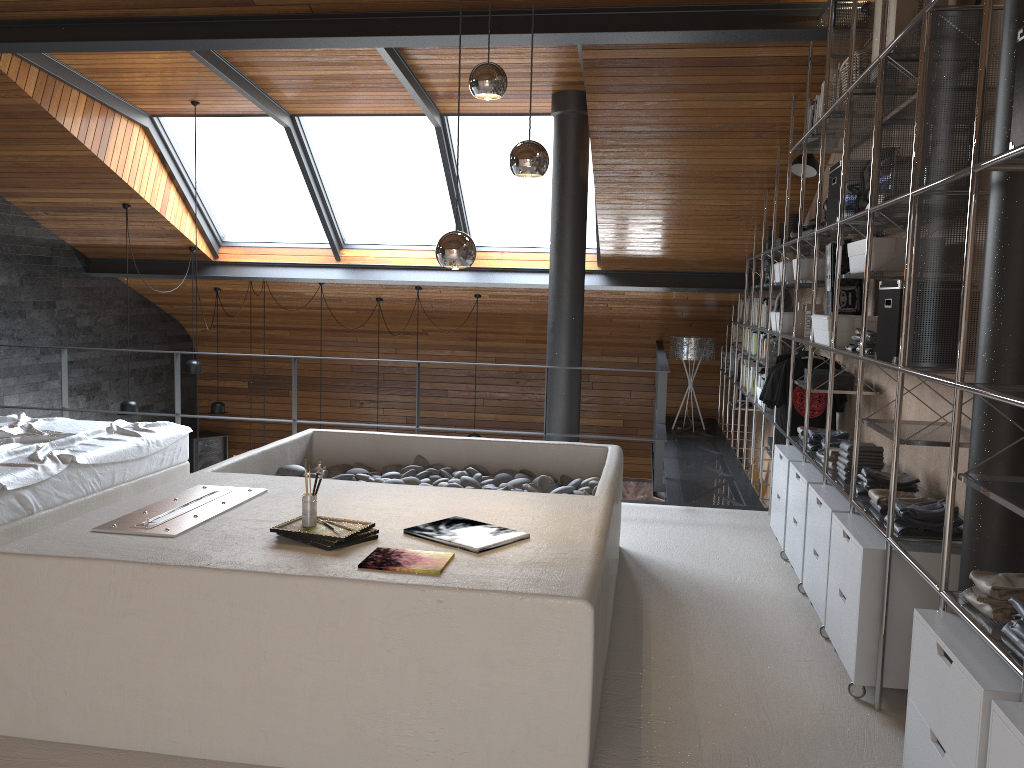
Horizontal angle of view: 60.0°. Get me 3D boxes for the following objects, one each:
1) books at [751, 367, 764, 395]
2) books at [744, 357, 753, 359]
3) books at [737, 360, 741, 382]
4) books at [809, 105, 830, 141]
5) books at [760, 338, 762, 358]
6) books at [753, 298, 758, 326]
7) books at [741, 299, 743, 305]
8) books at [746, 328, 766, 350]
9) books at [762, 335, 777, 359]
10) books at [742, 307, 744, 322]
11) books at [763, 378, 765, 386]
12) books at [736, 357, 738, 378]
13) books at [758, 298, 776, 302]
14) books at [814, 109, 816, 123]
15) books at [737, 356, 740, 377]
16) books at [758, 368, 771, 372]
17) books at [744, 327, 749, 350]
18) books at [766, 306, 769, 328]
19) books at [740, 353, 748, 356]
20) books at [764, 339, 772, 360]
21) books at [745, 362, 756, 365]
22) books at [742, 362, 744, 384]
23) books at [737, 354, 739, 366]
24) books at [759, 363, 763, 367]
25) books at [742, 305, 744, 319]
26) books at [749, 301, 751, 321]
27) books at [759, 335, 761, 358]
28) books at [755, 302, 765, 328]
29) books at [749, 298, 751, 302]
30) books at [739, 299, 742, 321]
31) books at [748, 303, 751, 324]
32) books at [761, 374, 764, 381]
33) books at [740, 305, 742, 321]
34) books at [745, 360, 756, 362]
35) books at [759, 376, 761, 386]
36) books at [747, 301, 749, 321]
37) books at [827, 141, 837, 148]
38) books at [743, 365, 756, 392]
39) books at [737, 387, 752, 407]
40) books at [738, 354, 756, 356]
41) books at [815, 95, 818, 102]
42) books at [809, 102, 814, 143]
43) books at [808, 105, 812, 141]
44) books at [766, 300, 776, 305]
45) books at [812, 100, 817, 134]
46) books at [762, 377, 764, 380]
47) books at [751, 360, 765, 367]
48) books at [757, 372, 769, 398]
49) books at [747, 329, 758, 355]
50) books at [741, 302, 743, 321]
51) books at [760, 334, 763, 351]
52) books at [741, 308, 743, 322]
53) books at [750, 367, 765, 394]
[{"bbox_3d":[2.084,-0.023,7.439,0.148,0.232,0.053,2,6,9],"label":"books"},{"bbox_3d":[2.290,-0.140,8.632,0.131,0.247,0.018,2,6,9],"label":"books"},{"bbox_3d":[2.266,-0.125,8.619,0.137,0.215,0.014,2,6,9],"label":"books"},{"bbox_3d":[1.822,-1.536,5.214,0.127,0.197,0.063,2,6,9],"label":"books"},{"bbox_3d":[2.076,-0.289,7.139,0.143,0.161,0.019,2,6,9],"label":"books"},{"bbox_3d":[2.119,-0.609,7.503,0.148,0.232,0.053,2,6,9],"label":"books"},{"bbox_3d":[2.375,-0.734,8.858,0.169,0.229,0.077,2,6,9],"label":"books"},{"bbox_3d":[2.161,-0.370,7.709,0.138,0.212,1.041,2,6,9],"label":"books"},{"bbox_3d":[2.039,-0.286,6.973,0.129,0.186,0.050,2,6,9],"label":"books"},{"bbox_3d":[2.276,-0.687,8.517,0.111,0.194,0.059,2,6,9],"label":"books"},{"bbox_3d":[2.035,0.049,6.943,0.129,0.186,0.050,2,6,9],"label":"books"},{"bbox_3d":[2.378,-0.171,9.032,0.169,0.232,0.018,2,6,9],"label":"books"},{"bbox_3d":[2.144,-0.604,7.463,0.148,0.232,0.053,2,6,9],"label":"books"},{"bbox_3d":[1.790,-1.511,5.078,0.112,0.173,0.054,2,6,9],"label":"books"},{"bbox_3d":[2.330,-0.156,8.861,0.148,0.234,0.013,2,6,9],"label":"books"},{"bbox_3d":[2.109,-0.018,7.399,0.148,0.232,0.053,2,6,9],"label":"books"},{"bbox_3d":[2.244,-0.431,8.331,0.130,0.216,0.311,2,6,8],"label":"books"},{"bbox_3d":[2.019,-0.515,6.854,0.112,0.169,0.068,2,6,9],"label":"books"},{"bbox_3d":[2.351,-0.177,8.900,0.143,0.268,0.020,2,6,9],"label":"books"},{"bbox_3d":[2.045,-0.271,6.940,0.129,0.165,0.056,2,6,9],"label":"books"},{"bbox_3d":[2.200,-0.084,8.138,0.122,0.230,0.057,2,6,9],"label":"books"},{"bbox_3d":[2.261,-0.103,8.476,0.148,0.206,0.053,2,6,9],"label":"books"},{"bbox_3d":[2.389,-0.181,9.016,0.191,0.255,0.012,2,6,9],"label":"books"},{"bbox_3d":[2.232,-0.086,8.207,0.161,0.222,0.055,2,6,9],"label":"books"},{"bbox_3d":[2.280,-0.679,8.556,0.111,0.171,0.056,2,6,9],"label":"books"},{"bbox_3d":[2.221,-0.643,8.005,0.148,0.206,0.018,2,6,9],"label":"books"},{"bbox_3d":[2.078,-0.306,7.165,0.148,0.190,0.013,2,6,9],"label":"books"},{"bbox_3d":[2.072,-0.565,7.205,0.139,0.206,0.497,2,6,8],"label":"books"},{"bbox_3d":[2.246,-0.669,8.135,0.148,0.234,0.033,2,6,9],"label":"books"},{"bbox_3d":[2.363,-0.738,8.887,0.148,0.229,0.073,2,6,9],"label":"books"},{"bbox_3d":[2.180,-0.633,7.855,0.131,0.216,0.509,2,6,9],"label":"books"},{"bbox_3d":[2.084,0.028,7.071,0.191,0.205,0.055,2,6,8],"label":"books"},{"bbox_3d":[2.358,-0.727,8.838,0.149,0.202,0.067,2,6,8],"label":"books"},{"bbox_3d":[2.270,-0.108,8.377,0.148,0.232,0.053,2,6,9],"label":"books"},{"bbox_3d":[2.060,0.031,7.118,0.148,0.189,0.053,2,6,9],"label":"books"},{"bbox_3d":[2.244,-0.670,8.158,0.148,0.232,0.053,2,6,9],"label":"books"},{"bbox_3d":[1.913,-1.583,5.455,0.206,0.249,0.074,2,6,8],"label":"books"},{"bbox_3d":[2.155,-0.050,7.894,0.139,0.211,0.467,2,6,8],"label":"books"},{"bbox_3d":[2.292,0.125,8.740,0.138,0.191,0.049,2,6,9],"label":"books"},{"bbox_3d":[2.392,-0.177,9.004,0.192,0.251,0.012,2,6,9],"label":"books"},{"bbox_3d":[1.797,-1.538,5.090,0.122,0.227,0.076,2,6,9],"label":"books"},{"bbox_3d":[1.849,-1.555,5.279,0.129,0.226,0.069,2,6,9],"label":"books"},{"bbox_3d":[1.816,-1.537,5.226,0.127,0.197,0.063,2,6,9],"label":"books"},{"bbox_3d":[2.062,-0.550,6.871,0.177,0.209,0.082,2,6,8],"label":"books"},{"bbox_3d":[1.788,-1.522,5.083,0.111,0.194,0.059,2,6,9],"label":"books"},{"bbox_3d":[2.057,0.042,7.023,0.160,0.187,0.060,2,6,9],"label":"books"},{"bbox_3d":[2.295,-0.103,8.338,0.148,0.232,0.053,2,6,9],"label":"books"},{"bbox_3d":[2.075,0.013,7.248,0.136,0.210,0.273,2,6,9],"label":"books"},{"bbox_3d":[2.137,-0.364,7.691,0.139,0.208,0.494,2,6,8],"label":"books"},{"bbox_3d":[2.304,-0.702,8.660,0.127,0.197,0.063,2,6,9],"label":"books"},{"bbox_3d":[2.081,-0.305,7.152,0.148,0.190,0.013,2,6,9],"label":"books"},{"bbox_3d":[2.303,-0.686,8.641,0.119,0.169,0.058,2,6,9],"label":"books"},{"bbox_3d":[2.091,-0.027,7.486,0.148,0.232,0.053,2,6,9],"label":"books"}]
